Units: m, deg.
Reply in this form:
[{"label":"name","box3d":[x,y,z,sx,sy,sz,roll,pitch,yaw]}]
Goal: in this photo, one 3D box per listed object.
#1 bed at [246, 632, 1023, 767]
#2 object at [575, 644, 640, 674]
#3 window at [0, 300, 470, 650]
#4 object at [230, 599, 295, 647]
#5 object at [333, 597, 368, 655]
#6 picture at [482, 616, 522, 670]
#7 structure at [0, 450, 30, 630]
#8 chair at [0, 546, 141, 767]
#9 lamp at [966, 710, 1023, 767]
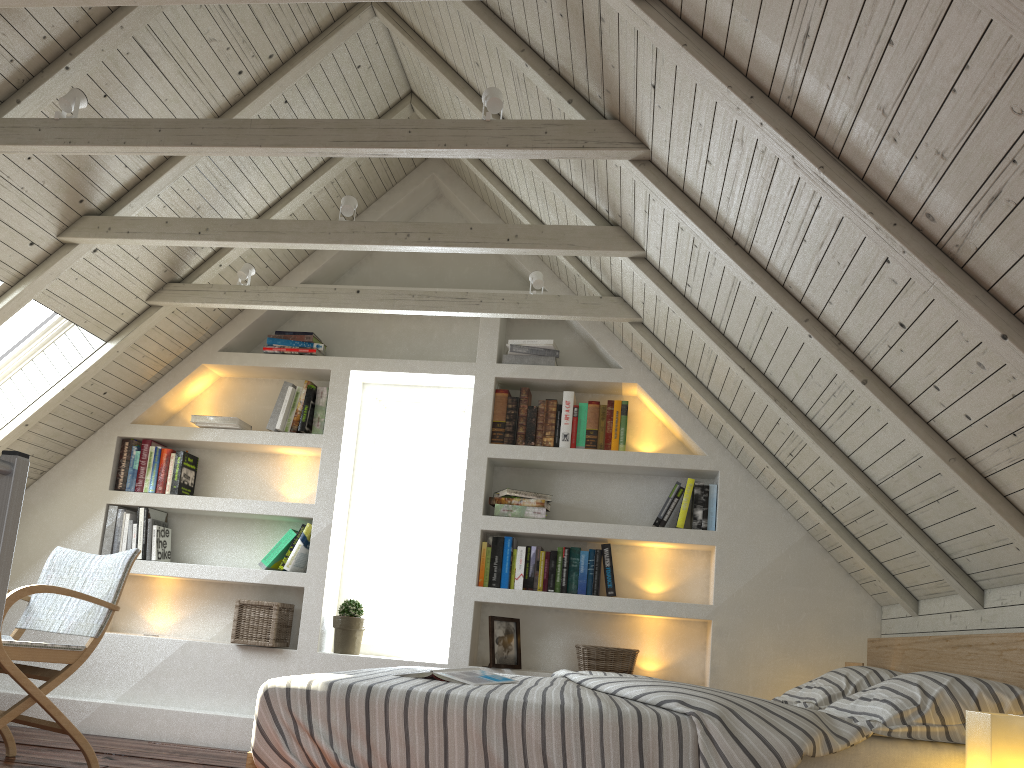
[{"label":"bed","box3d":[0.387,1.035,2.641,1.876,0.688,1.923,3,-15,8]},{"label":"object","box3d":[0.414,1.221,3.863,0.283,0.131,0.182,5,-14,-1]},{"label":"window","box3d":[-1.585,0.260,3.484,3.107,1.343,1.432,9,-13,-14]},{"label":"object","box3d":[-1.154,1.111,4.080,0.204,0.196,0.210,3,-13,8]},{"label":"object","box3d":[-0.749,1.109,4.058,0.159,0.265,0.163,5,-11,1]},{"label":"picture","box3d":[-0.054,1.139,3.877,0.176,0.218,0.127,15,-15,-41]},{"label":"structure","box3d":[-1.372,0.341,0.667,0.835,0.972,1.684,3,-14,8]},{"label":"chair","box3d":[-1.706,0.914,2.988,0.552,0.773,0.572,-2,-14,33]},{"label":"lamp","box3d":[0.971,0.786,1.751,0.090,0.247,0.092,5,-10,-1]}]
